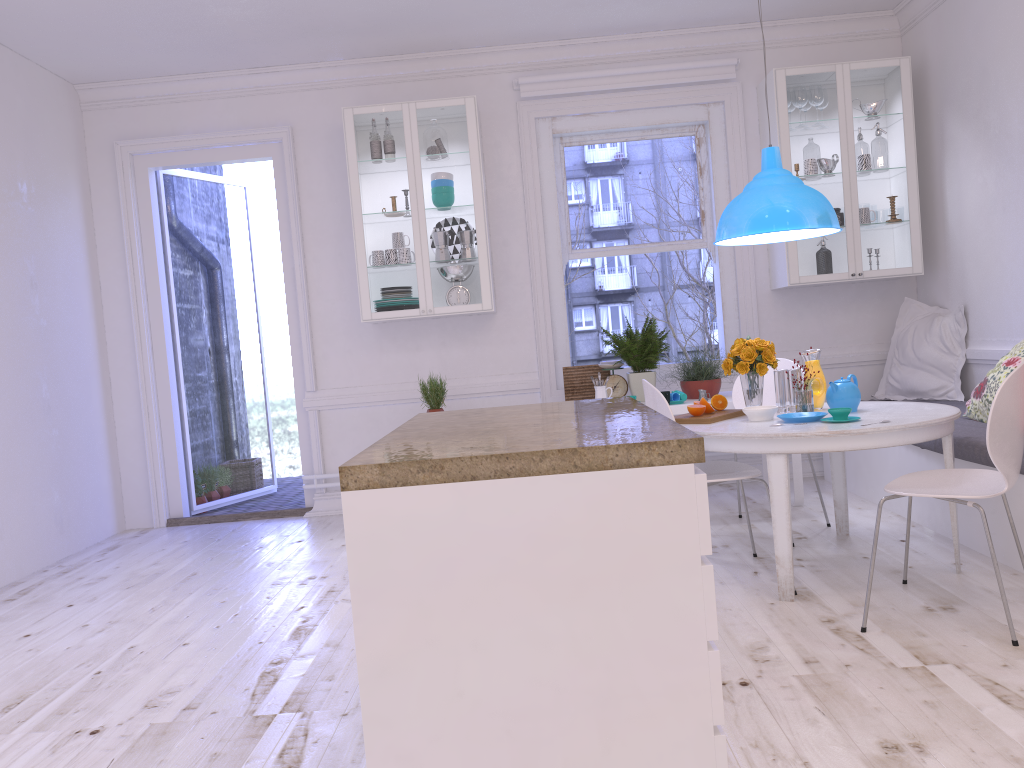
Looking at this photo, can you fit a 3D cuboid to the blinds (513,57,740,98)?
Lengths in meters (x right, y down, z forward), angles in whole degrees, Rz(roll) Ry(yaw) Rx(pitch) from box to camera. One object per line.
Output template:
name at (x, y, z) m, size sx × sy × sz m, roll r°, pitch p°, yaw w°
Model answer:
blinds at (0.734, -1.956, 5.678) m, size 1.451 × 0.131 × 0.136 m, roll -5°, pitch 3°, yaw 1°

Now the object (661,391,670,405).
object at (0.841, 0.080, 4.872) m, size 0.055 × 0.077 × 0.070 m, roll -3°, pitch 3°, yaw 27°

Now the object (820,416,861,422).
object at (1.264, 0.138, 3.411) m, size 0.147 × 0.011 × 0.147 m, roll -5°, pitch 3°, yaw 4°

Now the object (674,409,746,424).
object at (0.855, 0.142, 3.900) m, size 0.224 × 0.024 × 0.347 m, roll -2°, pitch 4°, yaw 41°

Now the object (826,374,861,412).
object at (1.398, 0.040, 3.734) m, size 0.156 × 0.151 × 0.150 m, roll -5°, pitch 3°, yaw 5°

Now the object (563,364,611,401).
object at (0.472, 0.001, 5.538) m, size 0.294 × 0.237 × 0.028 m, roll -5°, pitch 3°, yaw 1°

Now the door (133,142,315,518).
door at (-1.893, -0.349, 6.427) m, size 1.009 × 2.474 × 1.021 m, roll -5°, pitch 3°, yaw 1°

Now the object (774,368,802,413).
object at (1.226, 0.029, 3.929) m, size 0.101 × 0.186 × 0.122 m, roll -3°, pitch 3°, yaw 31°

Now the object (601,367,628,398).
object at (0.626, 0.007, 5.429) m, size 0.159 × 0.208 × 0.185 m, roll -5°, pitch 3°, yaw 1°

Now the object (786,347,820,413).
object at (1.226, -0.012, 3.707) m, size 0.128 × 0.287 × 0.128 m, roll -5°, pitch 3°, yaw 3°

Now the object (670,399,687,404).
object at (0.912, 0.099, 4.935) m, size 0.121 × 0.021 × 0.121 m, roll -2°, pitch 4°, yaw 42°

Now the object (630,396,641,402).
object at (0.671, 0.097, 5.048) m, size 0.121 × 0.055 × 0.121 m, roll -2°, pitch 4°, yaw 42°

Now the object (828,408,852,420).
object at (1.262, 0.117, 3.410) m, size 0.088 × 0.043 × 0.088 m, roll -4°, pitch 3°, yaw 9°

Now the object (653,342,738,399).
object at (1.117, -0.086, 5.203) m, size 0.668 × 0.367 × 0.531 m, roll -3°, pitch 3°, yaw 26°

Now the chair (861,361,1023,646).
chair at (1.473, 0.356, 2.976) m, size 0.483 × 0.845 × 0.604 m, roll -3°, pitch 3°, yaw 36°

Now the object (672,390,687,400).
object at (0.930, 0.065, 4.942) m, size 0.069 × 0.059 × 0.082 m, roll -6°, pitch 3°, yaw -21°

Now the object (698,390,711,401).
object at (1.068, 0.063, 4.931) m, size 0.066 × 0.067 × 0.052 m, roll -5°, pitch 3°, yaw 2°

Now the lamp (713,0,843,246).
lamp at (1.126, -1.635, 3.998) m, size 0.568 × 1.948 × 0.568 m, roll -3°, pitch 3°, yaw 35°

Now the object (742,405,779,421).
object at (1.035, 0.123, 3.693) m, size 0.147 × 0.052 × 0.147 m, roll -2°, pitch 4°, yaw 44°

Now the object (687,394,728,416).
object at (0.842, 0.093, 3.922) m, size 0.129 × 0.075 × 0.285 m, roll -3°, pitch 3°, yaw 37°

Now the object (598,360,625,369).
object at (0.612, -0.119, 5.434) m, size 0.163 × 0.047 × 0.164 m, roll -7°, pitch 4°, yaw -39°

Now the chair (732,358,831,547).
chair at (1.216, 0.309, 4.408) m, size 0.483 × 0.845 × 0.604 m, roll -7°, pitch 4°, yaw -43°

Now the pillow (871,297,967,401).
pillow at (2.511, -0.221, 5.416) m, size 0.374 × 0.642 × 0.677 m, roll -6°, pitch 3°, yaw -28°

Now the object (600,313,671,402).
object at (0.755, -0.159, 5.302) m, size 0.438 × 0.527 × 0.368 m, roll -5°, pitch 3°, yaw 1°

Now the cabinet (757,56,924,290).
cabinet at (2.039, -1.290, 5.535) m, size 0.823 × 1.311 × 0.425 m, roll -5°, pitch 3°, yaw 1°

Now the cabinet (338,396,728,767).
cabinet at (0.061, 0.512, 2.183) m, size 0.654 × 0.842 × 1.167 m, roll -5°, pitch 3°, yaw 1°

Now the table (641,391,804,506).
table at (0.910, 0.409, 5.205) m, size 1.514 × 0.619 × 0.736 m, roll -5°, pitch 3°, yaw 1°

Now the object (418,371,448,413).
object at (-0.465, 0.085, 5.401) m, size 0.186 × 0.367 × 0.196 m, roll -7°, pitch 4°, yaw -44°

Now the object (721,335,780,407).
object at (1.069, -0.041, 3.936) m, size 0.234 × 0.351 × 0.235 m, roll -7°, pitch 3°, yaw -34°

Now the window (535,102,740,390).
window at (0.837, -0.902, 5.916) m, size 1.234 × 1.782 × 0.181 m, roll -5°, pitch 3°, yaw 1°

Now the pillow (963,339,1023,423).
pillow at (2.383, -0.036, 3.994) m, size 0.509 × 0.447 × 0.592 m, roll -4°, pitch 3°, yaw 6°

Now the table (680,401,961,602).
table at (1.263, 0.445, 3.717) m, size 1.140 × 0.629 × 1.140 m, roll -3°, pitch 3°, yaw 30°

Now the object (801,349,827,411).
object at (1.328, -0.019, 3.899) m, size 0.094 × 0.267 × 0.116 m, roll -3°, pitch 3°, yaw 28°

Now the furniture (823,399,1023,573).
furniture at (2.268, 0.409, 3.986) m, size 0.769 × 0.508 × 3.296 m, roll -5°, pitch 3°, yaw 1°

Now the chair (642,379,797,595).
chair at (0.807, 0.380, 3.626) m, size 0.483 × 0.845 × 0.604 m, roll -5°, pitch 3°, yaw 1°

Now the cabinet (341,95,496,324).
cabinet at (-0.571, -1.074, 5.595) m, size 0.823 × 1.311 × 0.425 m, roll -5°, pitch 3°, yaw 1°

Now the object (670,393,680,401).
object at (0.895, 0.075, 4.931) m, size 0.069 × 0.058 × 0.080 m, roll -6°, pitch 3°, yaw -26°

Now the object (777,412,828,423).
object at (1.159, 0.134, 3.541) m, size 0.196 × 0.023 × 0.196 m, roll -5°, pitch 3°, yaw -11°
